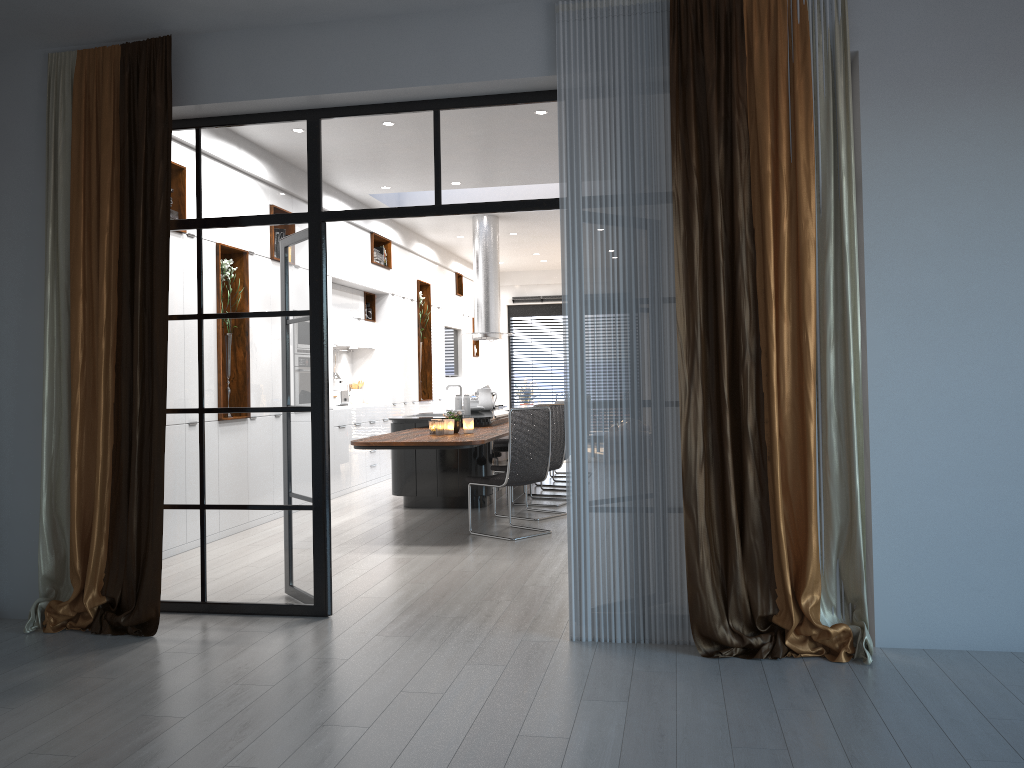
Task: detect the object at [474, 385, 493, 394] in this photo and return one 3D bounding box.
[{"bbox_3d":[-0.368,0.119,11.448,0.256,0.212,0.249,-1,-1,-44],"label":"object"}]

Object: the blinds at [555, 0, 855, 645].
[{"bbox_3d":[0.877,-0.319,4.102,1.301,3.070,0.052,-1,-1,11],"label":"blinds"}]

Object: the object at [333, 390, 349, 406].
[{"bbox_3d":[-2.114,0.176,10.877,0.177,0.195,0.260,-1,0,11],"label":"object"}]

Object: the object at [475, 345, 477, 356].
[{"bbox_3d":[-0.682,-0.833,16.401,0.480,0.626,0.315,-1,-1,1],"label":"object"}]

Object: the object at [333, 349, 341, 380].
[{"bbox_3d":[-2.184,-0.238,10.872,0.069,0.389,0.320,-1,-1,12],"label":"object"}]

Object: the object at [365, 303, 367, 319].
[{"bbox_3d":[-1.916,-0.956,11.307,0.124,0.275,0.124,-1,-1,-1],"label":"object"}]

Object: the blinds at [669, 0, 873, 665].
[{"bbox_3d":[1.139,-0.330,3.951,0.810,3.046,0.254,-1,-1,11],"label":"blinds"}]

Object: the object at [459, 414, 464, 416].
[{"bbox_3d":[-0.523,0.307,8.737,0.111,0.023,0.111,-1,0,23],"label":"object"}]

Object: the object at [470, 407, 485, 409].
[{"bbox_3d":[-0.437,0.283,9.949,0.264,0.033,0.264,-1,0,-43],"label":"object"}]

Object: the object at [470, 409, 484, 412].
[{"bbox_3d":[-0.437,0.296,9.949,0.264,0.033,0.264,-1,0,-43],"label":"object"}]

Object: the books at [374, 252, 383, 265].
[{"bbox_3d":[-1.791,-1.572,11.161,0.279,0.137,0.345,-1,0,5],"label":"books"}]

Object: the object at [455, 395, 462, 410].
[{"bbox_3d":[-0.536,0.209,8.889,0.071,0.219,0.071,-1,-1,-26],"label":"object"}]

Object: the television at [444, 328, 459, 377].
[{"bbox_3d":[-1.068,-0.524,14.842,0.050,0.805,1.187,-1,0,10],"label":"television"}]

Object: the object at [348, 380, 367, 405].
[{"bbox_3d":[-2.007,0.112,11.416,0.221,0.316,0.330,-1,0,10],"label":"object"}]

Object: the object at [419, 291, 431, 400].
[{"bbox_3d":[-1.371,-0.573,13.044,0.322,1.615,0.323,-2,-1,36],"label":"object"}]

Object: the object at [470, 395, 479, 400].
[{"bbox_3d":[-0.456,0.223,10.583,0.211,0.174,0.211,-1,0,17],"label":"object"}]

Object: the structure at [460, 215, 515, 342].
[{"bbox_3d":[-0.329,-1.362,11.488,0.695,1.609,1.043,-1,-1,9],"label":"structure"}]

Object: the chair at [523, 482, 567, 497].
[{"bbox_3d":[0.422,0.674,9.580,0.536,1.019,0.471,-2,-1,25],"label":"chair"}]

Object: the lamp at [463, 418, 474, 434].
[{"bbox_3d":[-0.366,0.353,7.449,0.095,0.124,0.095,-2,-1,43],"label":"lamp"}]

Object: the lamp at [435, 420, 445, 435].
[{"bbox_3d":[-0.591,0.361,7.271,0.078,0.120,0.078,-1,-1,-7],"label":"lamp"}]

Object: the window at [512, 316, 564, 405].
[{"bbox_3d":[4.246,-1.556,17.193,8.565,5.064,0.462,-1,-1,9],"label":"window"}]

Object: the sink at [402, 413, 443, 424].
[{"bbox_3d":[-0.794,0.394,9.190,0.485,0.153,0.738,-1,0,10],"label":"sink"}]

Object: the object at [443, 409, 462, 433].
[{"bbox_3d":[-0.494,0.314,7.496,0.151,0.206,0.157,-2,-1,28],"label":"object"}]

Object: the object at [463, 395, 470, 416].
[{"bbox_3d":[-0.453,0.207,8.882,0.071,0.219,0.071,-2,-1,36],"label":"object"}]

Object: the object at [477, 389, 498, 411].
[{"bbox_3d":[-0.298,0.181,10.209,0.211,0.254,0.183,-2,-1,45],"label":"object"}]

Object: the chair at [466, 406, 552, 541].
[{"bbox_3d":[-0.029,0.694,7.147,0.471,1.019,0.536,0,-1,-45],"label":"chair"}]

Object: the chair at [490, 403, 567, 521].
[{"bbox_3d":[0.151,0.686,8.068,0.536,1.019,0.471,-2,-1,40],"label":"chair"}]

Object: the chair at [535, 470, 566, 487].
[{"bbox_3d":[0.566,0.667,10.381,0.536,1.019,0.471,-2,-1,30],"label":"chair"}]

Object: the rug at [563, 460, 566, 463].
[{"bbox_3d":[1.676,1.125,14.159,1.623,0.020,2.519,-1,0,10],"label":"rug"}]

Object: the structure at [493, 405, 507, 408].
[{"bbox_3d":[-0.382,0.292,11.451,0.502,0.026,0.811,-1,0,10],"label":"structure"}]

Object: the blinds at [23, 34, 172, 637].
[{"bbox_3d":[-2.105,-0.269,4.560,0.810,3.046,0.254,-1,-1,10],"label":"blinds"}]

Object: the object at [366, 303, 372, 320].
[{"bbox_3d":[-1.881,-0.936,11.498,0.123,0.231,0.123,-1,-1,12],"label":"object"}]

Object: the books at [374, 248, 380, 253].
[{"bbox_3d":[-1.817,-1.664,11.146,0.250,0.047,0.307,-1,0,6],"label":"books"}]

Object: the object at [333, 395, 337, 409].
[{"bbox_3d":[-2.119,0.205,9.753,0.380,0.148,0.263,-1,0,10],"label":"object"}]

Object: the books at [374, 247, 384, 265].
[{"bbox_3d":[-1.738,-1.619,11.369,0.197,0.269,0.026,-1,-1,10],"label":"books"}]

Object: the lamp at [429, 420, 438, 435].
[{"bbox_3d":[-0.651,0.362,7.349,0.078,0.120,0.078,-1,-1,-7],"label":"lamp"}]

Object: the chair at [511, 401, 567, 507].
[{"bbox_3d":[0.291,0.680,8.874,0.536,1.019,0.471,-2,-1,25],"label":"chair"}]

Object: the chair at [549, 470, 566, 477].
[{"bbox_3d":[0.729,0.660,11.330,0.536,1.019,0.470,-1,-1,10],"label":"chair"}]

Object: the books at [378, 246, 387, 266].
[{"bbox_3d":[-1.735,-1.629,11.453,0.253,0.312,0.030,-1,-1,10],"label":"books"}]

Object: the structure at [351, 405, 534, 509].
[{"bbox_3d":[-0.391,0.757,9.332,1.377,0.887,5.639,-1,0,10],"label":"structure"}]

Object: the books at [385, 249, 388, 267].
[{"bbox_3d":[-1.717,-1.625,11.530,0.210,0.267,0.026,-1,-1,10],"label":"books"}]

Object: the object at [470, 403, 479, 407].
[{"bbox_3d":[-0.438,0.238,9.950,0.138,0.051,0.138,-1,0,-9],"label":"object"}]

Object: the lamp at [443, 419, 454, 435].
[{"bbox_3d":[-0.525,0.356,7.361,0.095,0.124,0.095,-1,-1,3],"label":"lamp"}]

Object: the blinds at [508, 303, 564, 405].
[{"bbox_3d":[1.236,-0.229,17.375,2.584,2.722,0.358,-1,-1,10],"label":"blinds"}]

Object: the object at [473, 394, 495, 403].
[{"bbox_3d":[-0.358,0.205,11.448,0.253,0.147,0.266,-1,0,-37],"label":"object"}]

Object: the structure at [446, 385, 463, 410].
[{"bbox_3d":[-0.598,0.163,9.131,0.177,0.310,0.089,-1,-1,10],"label":"structure"}]
